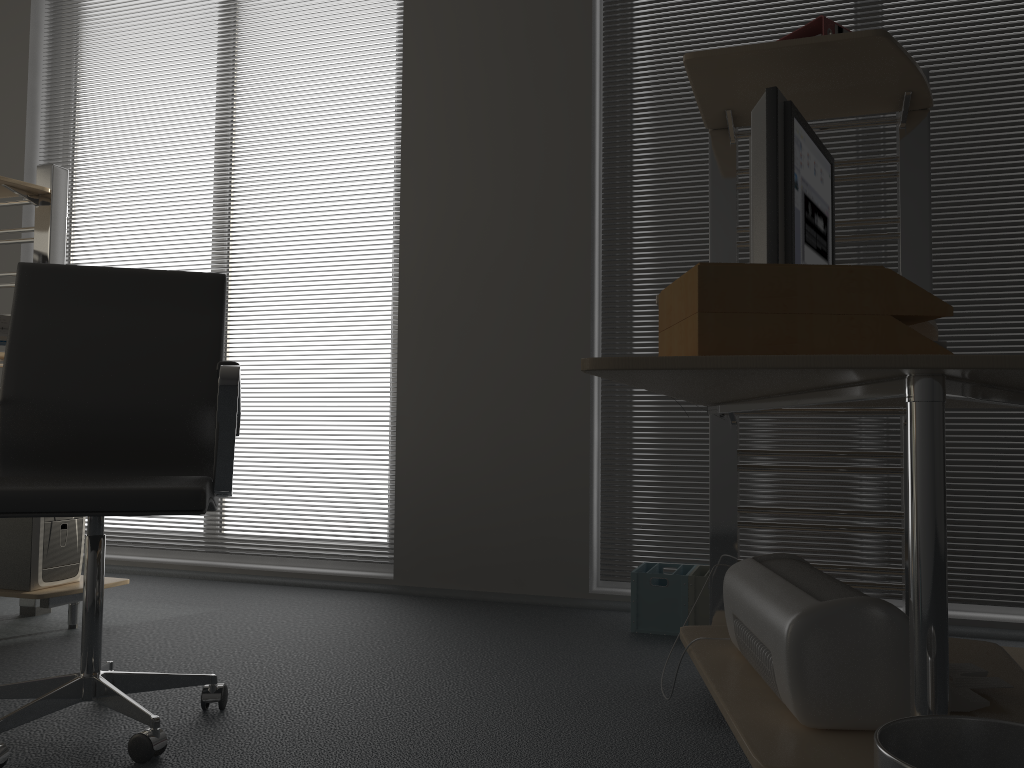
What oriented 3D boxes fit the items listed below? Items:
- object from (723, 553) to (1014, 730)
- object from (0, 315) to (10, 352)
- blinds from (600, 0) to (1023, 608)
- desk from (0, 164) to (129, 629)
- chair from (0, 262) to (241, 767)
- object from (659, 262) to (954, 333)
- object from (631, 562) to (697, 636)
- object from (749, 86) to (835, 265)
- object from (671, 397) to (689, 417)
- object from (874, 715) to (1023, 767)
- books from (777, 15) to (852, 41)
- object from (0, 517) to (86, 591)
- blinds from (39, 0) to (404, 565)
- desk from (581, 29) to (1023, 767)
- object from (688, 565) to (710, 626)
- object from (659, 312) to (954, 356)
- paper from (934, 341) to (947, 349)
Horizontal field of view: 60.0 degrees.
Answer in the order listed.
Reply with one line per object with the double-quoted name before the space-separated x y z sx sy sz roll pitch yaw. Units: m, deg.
"object" 0.524 0.358 1.299 0.351 0.162 0.438 0 -3 3
"object" -1.752 -0.170 3.016 0.154 0.135 0.093 3 -4 -35
"blinds" 1.274 -0.649 3.117 1.950 2.770 0.022 0 -3 19
"desk" -1.887 -0.024 2.454 0.967 1.566 1.469 0 -3 19
"chair" -0.898 0.216 1.924 0.584 1.048 0.652 1 -3 -16
"object" 0.369 -0.107 1.168 0.309 0.060 0.225 1 -3 -2
"object" 0.512 0.720 2.968 0.185 0.202 0.245 0 -3 19
"object" 0.580 -0.344 1.946 0.245 0.418 0.516 -2 -4 40
"object" 0.667 0.020 1.649 0.814 0.082 0.478 -1 -3 26
"object" 0.428 0.512 0.770 0.208 0.377 0.208 2 -4 -28
"books" 0.710 -0.747 2.101 0.320 0.072 0.262 3 -4 -39
"object" -1.651 0.436 2.904 0.471 0.422 0.199 0 -3 19
"blinds" -1.382 -0.629 4.006 1.950 2.749 0.037 0 -3 19
"desk" 0.762 -0.045 1.566 0.967 1.566 1.469 0 -3 19
"object" 0.688 0.719 2.909 0.185 0.202 0.245 0 -3 19
"object" 0.369 -0.051 1.165 0.309 0.060 0.225 1 -3 -2
"paper" 0.370 -0.038 1.164 0.297 0.019 0.210 1 -3 -2
